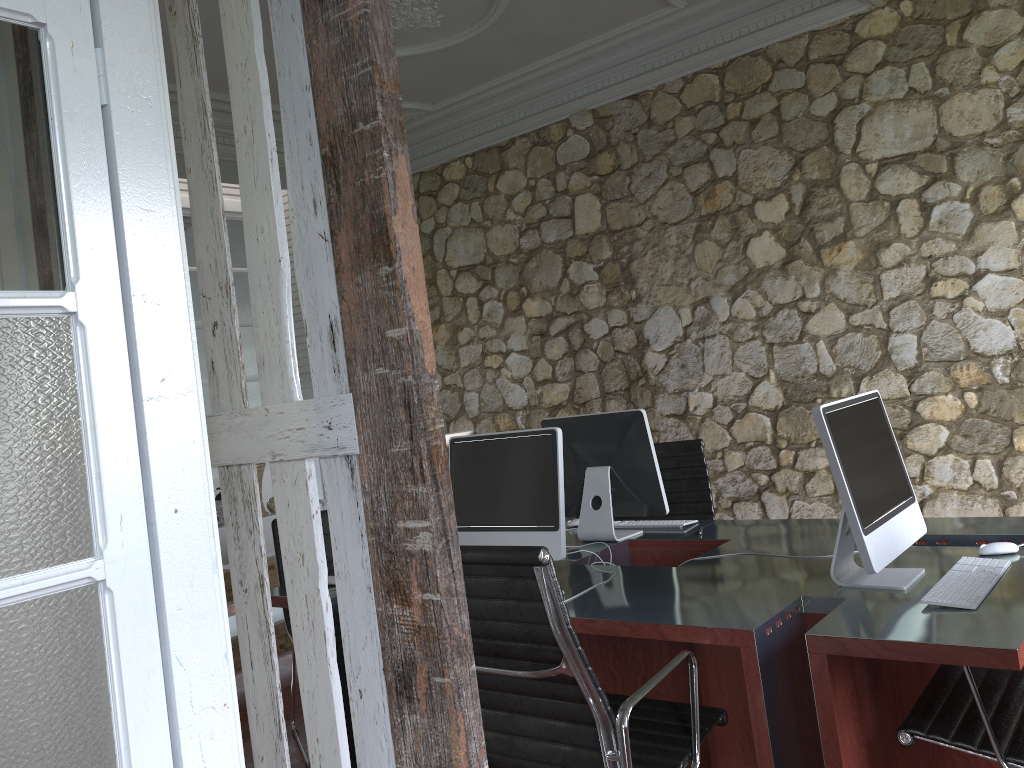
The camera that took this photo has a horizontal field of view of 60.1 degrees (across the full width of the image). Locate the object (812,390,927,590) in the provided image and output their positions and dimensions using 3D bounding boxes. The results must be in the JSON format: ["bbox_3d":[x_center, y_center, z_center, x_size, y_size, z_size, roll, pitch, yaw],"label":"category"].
[{"bbox_3d":[0.938,0.275,2.354,0.189,0.486,0.485,-10,-3,39],"label":"object"}]

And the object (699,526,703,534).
[{"bbox_3d":[0.709,0.547,3.321,0.011,0.011,0.149,-8,0,15],"label":"object"}]

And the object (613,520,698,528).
[{"bbox_3d":[0.534,0.567,3.602,0.437,0.017,0.119,-8,0,39],"label":"object"}]

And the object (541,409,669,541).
[{"bbox_3d":[0.345,0.357,3.458,0.481,0.486,0.190,-9,-3,39],"label":"object"}]

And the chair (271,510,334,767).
[{"bbox_3d":[-0.731,1.025,3.785,0.476,0.922,0.599,-7,-3,-21],"label":"chair"}]

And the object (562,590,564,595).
[{"bbox_3d":[0.114,0.617,2.599,0.059,0.028,0.106,-8,-1,38],"label":"object"}]

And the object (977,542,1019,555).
[{"bbox_3d":[1.333,0.451,2.433,0.106,0.028,0.059,-8,-1,7],"label":"object"}]

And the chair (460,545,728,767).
[{"bbox_3d":[0.166,0.847,2.171,0.662,1.026,0.700,-9,-3,33],"label":"chair"}]

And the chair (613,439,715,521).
[{"bbox_3d":[0.617,0.790,3.749,0.662,1.026,0.700,-9,-3,34],"label":"chair"}]

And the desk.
[{"bbox_3d":[0.466,0.952,2.977,2.496,0.730,1.303,-8,-1,39],"label":"desk"}]

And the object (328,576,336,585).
[{"bbox_3d":[-0.667,0.722,3.258,0.106,0.028,0.059,-8,-1,38],"label":"object"}]

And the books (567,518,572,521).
[{"bbox_3d":[0.362,0.747,4.573,0.056,0.263,0.183,-10,-3,39],"label":"books"}]

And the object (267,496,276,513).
[{"bbox_3d":[-1.297,0.659,4.854,0.093,0.088,0.091,-7,-2,-15],"label":"object"}]

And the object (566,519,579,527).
[{"bbox_3d":[0.286,0.595,3.813,0.106,0.028,0.059,-8,-1,0],"label":"object"}]

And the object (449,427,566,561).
[{"bbox_3d":[-0.006,0.403,2.979,0.481,0.486,0.190,-9,-3,39],"label":"object"}]

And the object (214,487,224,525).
[{"bbox_3d":[-1.587,0.651,4.683,0.158,0.180,0.381,-7,-1,-25],"label":"object"}]

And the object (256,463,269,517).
[{"bbox_3d":[-1.381,0.573,4.762,0.144,0.279,0.143,-6,-3,-37],"label":"object"}]

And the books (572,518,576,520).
[{"bbox_3d":[0.384,0.755,4.549,0.054,0.241,0.162,-10,-3,39],"label":"books"}]

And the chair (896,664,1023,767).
[{"bbox_3d":[1.257,0.699,2.015,0.695,1.026,0.667,-10,-3,43],"label":"chair"}]

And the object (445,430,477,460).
[{"bbox_3d":[-0.329,0.448,3.371,0.485,0.486,0.188,-7,-3,-26],"label":"object"}]

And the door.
[{"bbox_3d":[-0.924,0.403,1.080,0.040,2.186,1.059,-10,-4,39],"label":"door"}]

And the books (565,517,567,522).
[{"bbox_3d":[0.356,0.727,4.632,0.040,0.306,0.259,-10,-3,39],"label":"books"}]

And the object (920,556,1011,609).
[{"bbox_3d":[1.124,0.485,2.182,0.118,0.017,0.440,-8,0,39],"label":"object"}]
